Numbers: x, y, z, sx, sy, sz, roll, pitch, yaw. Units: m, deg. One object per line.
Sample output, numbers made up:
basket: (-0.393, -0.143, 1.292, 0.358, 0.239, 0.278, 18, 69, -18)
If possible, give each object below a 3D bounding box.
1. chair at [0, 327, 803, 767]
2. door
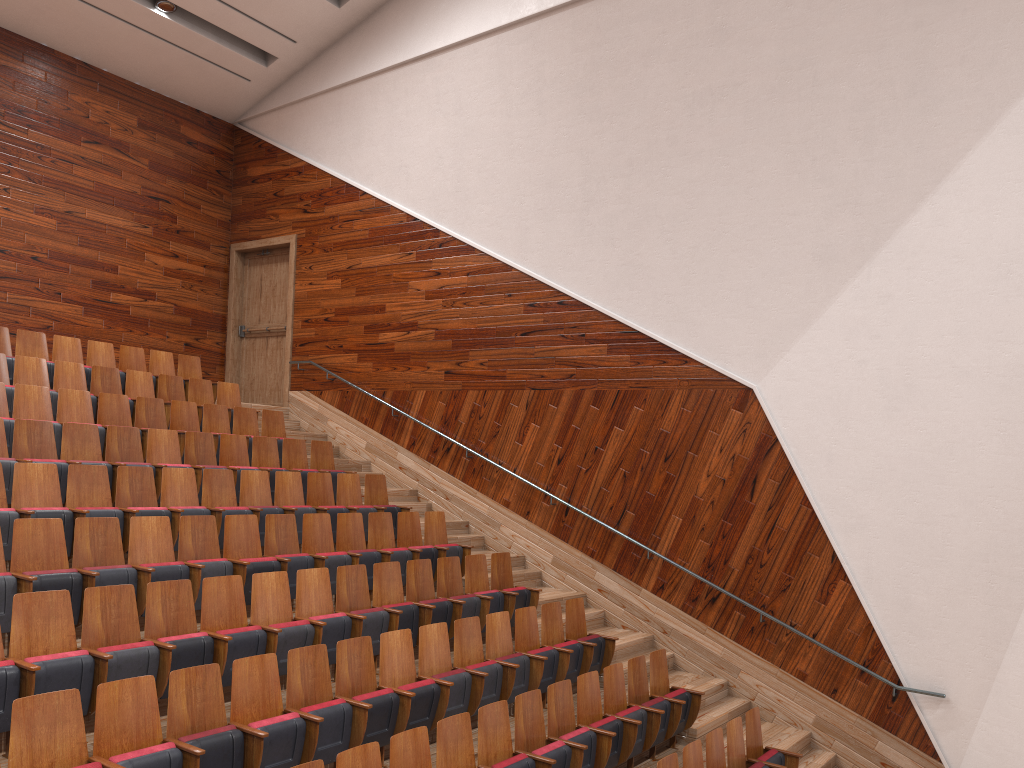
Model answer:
chair: (-0.423, 0.088, 0.404, 0.768, 0.372, 1.190, 0, -5, 35)
door: (-0.353, -0.083, 1.256, 0.139, 0.240, 0.024, 3, 2, 35)
